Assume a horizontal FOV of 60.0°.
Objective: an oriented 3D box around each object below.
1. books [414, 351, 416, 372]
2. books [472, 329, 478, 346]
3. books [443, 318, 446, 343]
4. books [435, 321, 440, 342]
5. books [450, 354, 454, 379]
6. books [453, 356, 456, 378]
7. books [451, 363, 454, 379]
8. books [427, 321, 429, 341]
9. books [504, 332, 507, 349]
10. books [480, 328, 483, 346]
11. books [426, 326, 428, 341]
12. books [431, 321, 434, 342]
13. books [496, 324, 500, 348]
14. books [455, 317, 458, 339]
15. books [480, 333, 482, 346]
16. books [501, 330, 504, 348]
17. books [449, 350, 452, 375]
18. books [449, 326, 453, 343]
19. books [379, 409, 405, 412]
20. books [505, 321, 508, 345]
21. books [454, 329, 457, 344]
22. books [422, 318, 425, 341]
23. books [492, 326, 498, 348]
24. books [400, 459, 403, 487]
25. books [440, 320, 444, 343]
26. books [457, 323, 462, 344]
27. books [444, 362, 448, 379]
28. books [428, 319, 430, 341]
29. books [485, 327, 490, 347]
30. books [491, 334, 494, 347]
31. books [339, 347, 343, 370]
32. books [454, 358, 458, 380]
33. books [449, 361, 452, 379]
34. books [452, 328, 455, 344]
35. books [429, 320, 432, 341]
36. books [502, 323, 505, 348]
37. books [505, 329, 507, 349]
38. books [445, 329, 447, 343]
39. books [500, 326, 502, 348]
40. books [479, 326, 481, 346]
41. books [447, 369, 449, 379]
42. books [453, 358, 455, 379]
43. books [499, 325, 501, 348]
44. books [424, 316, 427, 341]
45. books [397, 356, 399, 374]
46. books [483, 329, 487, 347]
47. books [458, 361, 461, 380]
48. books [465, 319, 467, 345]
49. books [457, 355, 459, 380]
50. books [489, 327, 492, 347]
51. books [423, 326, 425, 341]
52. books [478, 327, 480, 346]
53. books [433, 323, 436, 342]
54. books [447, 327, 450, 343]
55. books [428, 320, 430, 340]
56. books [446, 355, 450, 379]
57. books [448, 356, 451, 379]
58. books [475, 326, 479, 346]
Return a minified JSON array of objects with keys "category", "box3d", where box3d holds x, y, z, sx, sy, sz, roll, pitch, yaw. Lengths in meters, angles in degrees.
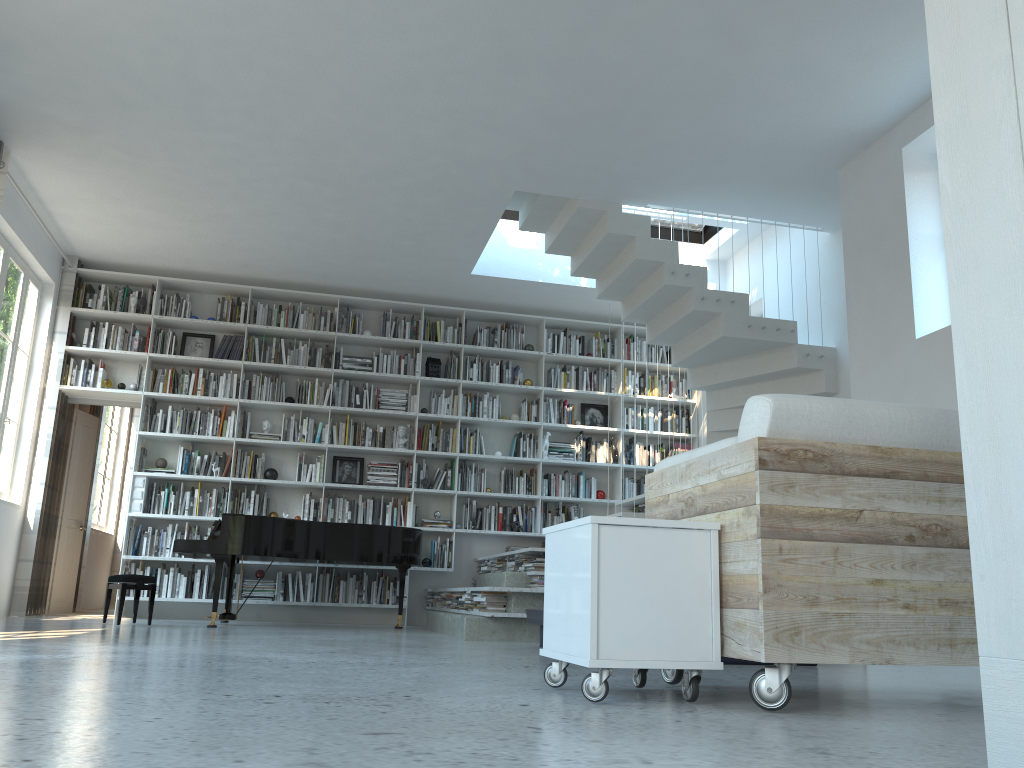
[{"category":"books","box3d":[-0.994,-0.173,8.959,0.010,0.298,0.133,5,-13,-12]},{"category":"books","box3d":[-0.391,-0.439,9.132,0.046,0.206,0.183,5,-14,-12]},{"category":"books","box3d":[-0.703,-0.511,9.078,0.010,0.297,0.168,5,-14,-12]},{"category":"books","box3d":[-0.763,-0.496,9.056,0.054,0.254,0.191,5,-14,-12]},{"category":"books","box3d":[-0.622,-0.145,9.006,0.021,0.287,0.179,5,-14,-12]},{"category":"books","box3d":[-0.600,-0.134,9.049,0.013,0.288,0.132,5,-13,-12]},{"category":"books","box3d":[-0.615,-0.102,9.019,0.013,0.210,0.140,5,-14,-12]},{"category":"books","box3d":[-0.865,-0.500,9.022,0.007,0.239,0.192,5,-14,-12]},{"category":"books","box3d":[-0.086,-0.413,9.193,0.018,0.200,0.188,5,-14,-12]},{"category":"books","box3d":[-0.323,-0.445,9.152,0.013,0.229,0.174,5,-14,-12]},{"category":"books","box3d":[-0.882,-0.472,9.038,0.015,0.192,0.160,5,-14,-12]},{"category":"books","box3d":[-0.817,-0.500,9.060,0.008,0.261,0.142,5,-14,-12]},{"category":"books","box3d":[-0.163,-0.458,9.209,0.024,0.291,0.168,5,-14,-12]},{"category":"books","box3d":[-0.575,-0.509,9.134,0.012,0.329,0.128,5,-13,-12]},{"category":"books","box3d":[-0.337,-0.421,9.156,0.009,0.183,0.160,5,-14,-12]},{"category":"books","box3d":[-0.112,-0.427,9.202,0.018,0.230,0.160,5,-14,-12]},{"category":"books","box3d":[-0.641,-0.166,9.029,0.025,0.338,0.143,5,-13,-12]},{"category":"books","box3d":[-0.637,-0.465,9.077,0.031,0.212,0.170,5,-14,-12]},{"category":"books","box3d":[-1.193,0.279,8.795,0.254,0.012,0.161,4,-14,-9]},{"category":"books","box3d":[-0.068,-0.470,9.226,0.007,0.328,0.184,5,-14,-12]},{"category":"books","box3d":[-0.591,-0.449,9.098,0.022,0.193,0.182,5,-14,-12]},{"category":"books","box3d":[-0.912,-0.519,9.030,0.008,0.278,0.171,5,-14,-12]},{"category":"books","box3d":[-0.183,-0.449,9.178,0.028,0.257,0.185,5,-14,-12]},{"category":"books","box3d":[-1.094,0.894,8.703,0.011,0.298,0.130,5,-13,-12]},{"category":"books","box3d":[-0.726,-0.497,9.087,0.030,0.274,0.152,5,-14,-12]},{"category":"books","box3d":[-0.549,-0.478,9.099,0.029,0.252,0.186,5,-14,-12]},{"category":"books","box3d":[-0.675,-0.107,9.012,0.019,0.213,0.156,5,-14,-12]},{"category":"books","box3d":[-0.858,-0.512,9.054,0.007,0.278,0.150,5,-14,-12]},{"category":"books","box3d":[-0.267,-0.450,9.180,0.030,0.254,0.161,5,-14,-12]},{"category":"books","box3d":[-0.222,-0.409,9.203,0.031,0.190,0.132,5,-14,-12]},{"category":"books","box3d":[-1.693,-0.217,8.764,0.021,0.248,0.192,5,-14,-12]},{"category":"books","box3d":[-0.578,-0.123,9.007,0.013,0.247,0.186,5,-14,-12]},{"category":"books","box3d":[-0.638,-0.106,9.017,0.024,0.216,0.169,5,-14,-12]},{"category":"books","box3d":[-0.615,-0.454,9.101,0.025,0.203,0.162,5,-14,-12]},{"category":"books","box3d":[-0.836,-0.503,9.048,0.034,0.260,0.158,5,-14,-12]},{"category":"books","box3d":[-0.100,-0.464,9.219,0.006,0.311,0.179,5,-14,-12]},{"category":"books","box3d":[-0.076,-0.432,9.216,0.008,0.250,0.170,5,-14,-12]},{"category":"books","box3d":[-0.688,-0.453,9.065,0.022,0.179,0.173,5,-14,-12]},{"category":"books","box3d":[-0.127,-0.450,9.223,0.007,0.284,0.160,5,-14,-12]},{"category":"books","box3d":[-0.348,-0.454,9.172,0.012,0.254,0.134,5,-14,-12]},{"category":"books","box3d":[-0.664,-0.097,9.020,0.022,0.199,0.143,5,-14,-12]},{"category":"books","box3d":[-0.603,-0.125,9.016,0.005,0.254,0.159,5,-14,-12]},{"category":"books","box3d":[-0.145,-0.455,9.225,0.017,0.294,0.139,5,-13,-12]},{"category":"books","box3d":[-0.890,-0.526,9.041,0.007,0.297,0.181,5,-14,-12]},{"category":"books","box3d":[-1.153,-0.158,8.912,0.011,0.238,0.139,5,-14,-12]},{"category":"books","box3d":[-0.296,-0.438,9.171,0.028,0.225,0.164,5,-14,-12]},{"category":"books","box3d":[-0.549,-0.103,9.010,0.008,0.213,0.224,5,-14,-12]},{"category":"books","box3d":[-0.487,-0.497,9.118,0.019,0.303,0.176,5,-14,-12]},{"category":"books","box3d":[-0.562,-0.134,9.050,0.005,0.291,0.130,5,-13,-12]},{"category":"books","box3d":[-0.243,-0.448,9.188,0.021,0.255,0.169,5,-14,-12]},{"category":"books","box3d":[-0.907,-0.477,9.045,0.016,0.204,0.143,5,-14,-12]},{"category":"books","box3d":[-0.358,-0.452,9.159,0.011,0.243,0.173,5,-14,-12]},{"category":"books","box3d":[-0.803,-0.490,9.042,0.015,0.233,0.171,5,-14,-12]},{"category":"books","box3d":[-0.665,-0.461,9.074,0.024,0.201,0.180,5,-14,-12]},{"category":"books","box3d":[-0.862,-0.506,9.040,0.006,0.259,0.166,5,-14,-12]},{"category":"books","box3d":[-0.660,-0.142,8.989,0.021,0.271,0.191,5,-14,-12]},{"category":"books","box3d":[-0.647,-0.137,9.006,0.022,0.271,0.182,5,-14,-12]},{"category":"books","box3d":[-0.365,-0.455,9.149,0.009,0.243,0.173,5,-14,-12]}]
